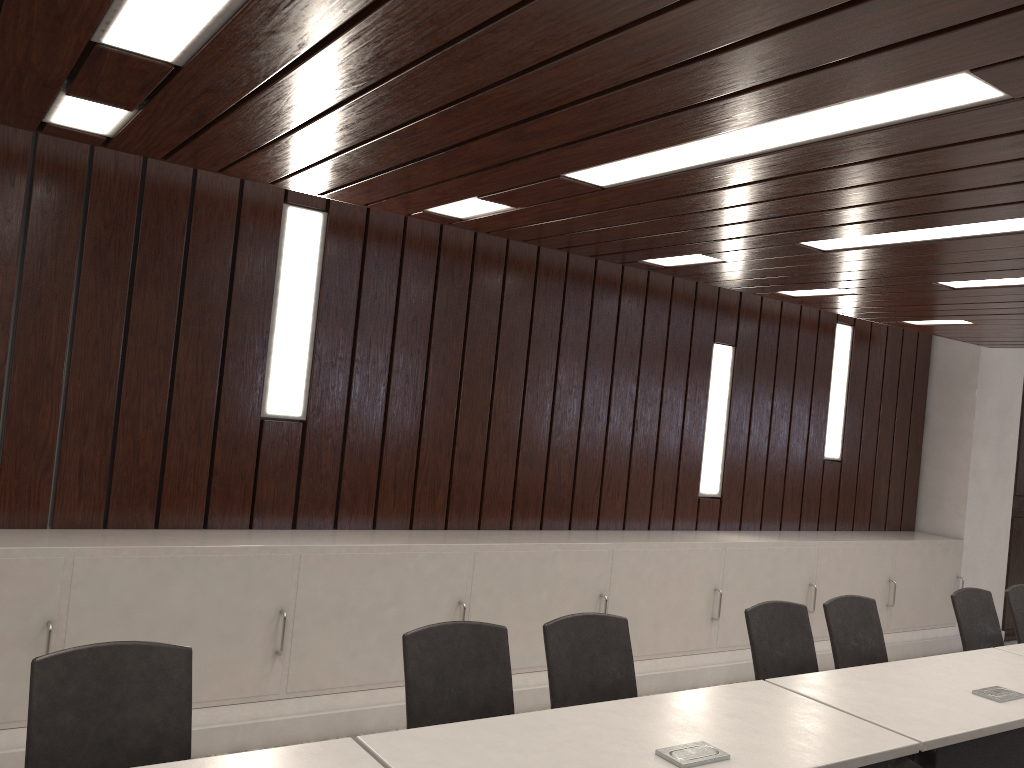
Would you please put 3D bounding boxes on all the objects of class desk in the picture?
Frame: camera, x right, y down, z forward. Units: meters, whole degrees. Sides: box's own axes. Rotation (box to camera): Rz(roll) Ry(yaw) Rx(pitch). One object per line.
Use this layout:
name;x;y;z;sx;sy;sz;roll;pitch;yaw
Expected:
desk;2.864;1.624;4.078;1.509;0.795;0.577;7;-1;-34
desk;0.358;1.336;2.367;1.509;0.795;0.577;7;-1;-34
desk;1.612;1.480;3.224;1.509;0.795;0.577;7;-1;-34
desk;-0.894;1.191;1.512;1.509;0.795;0.577;7;-1;-34

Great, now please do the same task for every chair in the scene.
chair;0.378;1.275;2.820;0.513;0.939;0.638;7;-1;-35
chair;-0.877;1.131;1.979;0.513;0.939;0.638;7;-1;-34
chair;1.616;1.418;3.682;0.513;0.939;0.638;7;-1;-35
chair;-0.058;1.225;2.522;0.513;0.939;0.638;7;-1;-34
chair;2.443;1.513;4.240;0.513;0.939;0.638;7;-1;-35
chair;1.197;1.369;3.378;0.513;0.939;0.638;7;-1;-34
chair;2.878;1.563;4.538;0.513;0.939;0.638;7;-1;-35

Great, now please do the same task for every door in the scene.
door;4.737;1.110;8.009;1.163;2.323;0.200;7;-1;-34

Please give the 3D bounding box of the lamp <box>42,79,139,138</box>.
lamp;-1.455;-0.943;3.053;0.236;0.045;0.464;7;-1;-34

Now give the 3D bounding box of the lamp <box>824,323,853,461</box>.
lamp;2.507;0.061;6.929;0.236;1.058;0.094;7;-1;-34

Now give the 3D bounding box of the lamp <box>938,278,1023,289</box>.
lamp;2.666;-0.508;3.997;0.236;0.045;1.496;7;-1;-34

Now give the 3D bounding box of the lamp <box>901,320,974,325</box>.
lamp;2.885;-0.443;6.017;0.236;0.045;0.464;7;-1;-34

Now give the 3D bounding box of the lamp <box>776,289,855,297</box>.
lamp;1.800;-0.568;5.276;0.236;0.045;0.464;7;-1;-34

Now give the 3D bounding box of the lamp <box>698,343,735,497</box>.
lamp;1.390;0.253;6.181;0.236;1.058;0.094;7;-1;-34

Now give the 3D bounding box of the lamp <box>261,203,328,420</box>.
lamp;-1.110;-0.355;4.458;0.236;1.058;0.094;7;-1;-34

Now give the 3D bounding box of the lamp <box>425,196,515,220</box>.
lamp;-0.189;-0.797;3.917;0.236;0.045;0.464;7;-1;-34

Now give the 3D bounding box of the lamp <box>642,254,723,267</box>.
lamp;0.896;-0.672;4.659;0.236;0.045;0.464;7;-1;-34

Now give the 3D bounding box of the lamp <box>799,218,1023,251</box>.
lamp;1.762;-0.612;3.380;0.236;0.045;1.496;7;-1;-34

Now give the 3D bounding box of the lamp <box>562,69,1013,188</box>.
lamp;7.283;-0.298;3.982;14.295;0.552;1.469;6;-1;-11

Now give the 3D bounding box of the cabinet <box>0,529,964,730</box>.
cabinet;0.440;1.253;5.228;7.540;0.698;0.476;7;-1;-34
